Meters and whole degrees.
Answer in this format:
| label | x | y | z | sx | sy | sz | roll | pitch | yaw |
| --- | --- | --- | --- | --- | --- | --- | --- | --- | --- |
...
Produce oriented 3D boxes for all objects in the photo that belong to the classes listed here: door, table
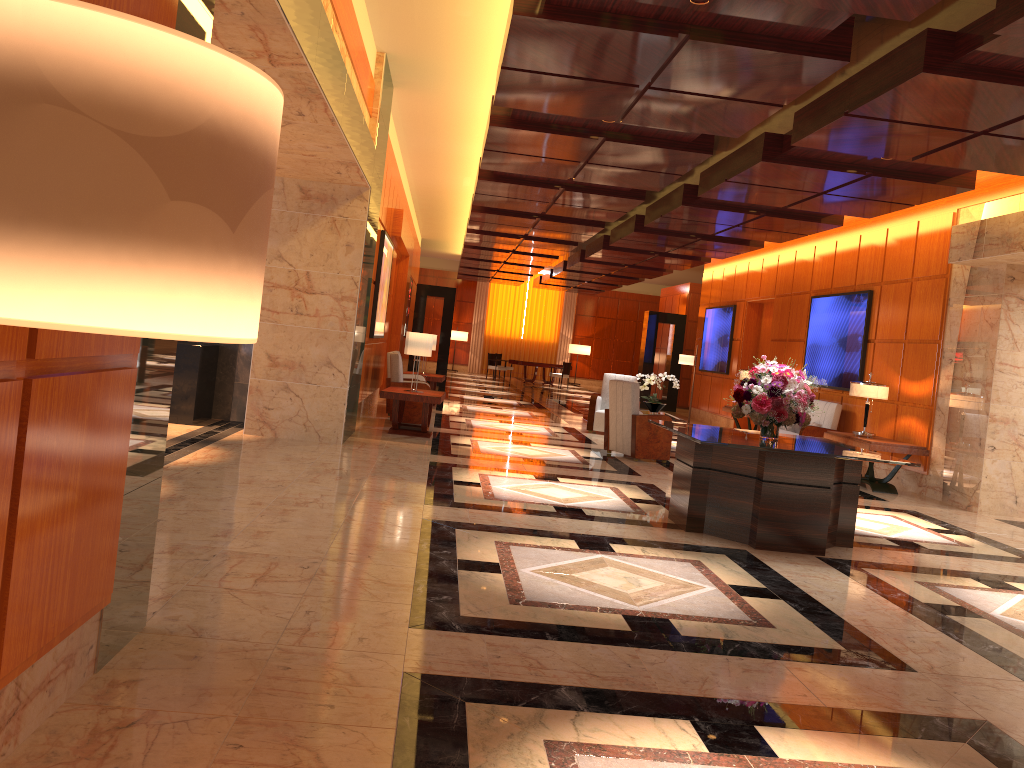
| label | x | y | z | sx | sy | sz | roll | pitch | yaw |
| --- | --- | --- | --- | --- | --- | --- | --- | --- | --- |
| door | 4.815 | -0.290 | 17.069 | 0.340 | 2.650 | 1.539 | 6 | 1 | -5 |
| door | -2.460 | -1.085 | 16.487 | 0.340 | 2.650 | 1.501 | 6 | 1 | -5 |
| table | 1.963 | 0.672 | 12.738 | 0.722 | 0.496 | 1.561 | 6 | 2 | -2 |
| table | -1.248 | 0.358 | 11.115 | 0.725 | 0.534 | 1.169 | 6 | 2 | -2 |
| table | 1.997 | 0.805 | 6.997 | 1.599 | 0.744 | 1.602 | 6 | 2 | -5 |
| table | 0.919 | -0.341 | 29.404 | 2.103 | 0.741 | 0.785 | 5 | 2 | -33 |
| table | 4.435 | 0.974 | 10.934 | 0.725 | 0.606 | 1.272 | 6 | 2 | -4 |
| table | 4.116 | 0.748 | 15.143 | 0.725 | 0.606 | 1.272 | 6 | 2 | -4 |
| table | -1.627 | 0.089 | 16.111 | 0.725 | 0.534 | 1.169 | 6 | 2 | -2 |

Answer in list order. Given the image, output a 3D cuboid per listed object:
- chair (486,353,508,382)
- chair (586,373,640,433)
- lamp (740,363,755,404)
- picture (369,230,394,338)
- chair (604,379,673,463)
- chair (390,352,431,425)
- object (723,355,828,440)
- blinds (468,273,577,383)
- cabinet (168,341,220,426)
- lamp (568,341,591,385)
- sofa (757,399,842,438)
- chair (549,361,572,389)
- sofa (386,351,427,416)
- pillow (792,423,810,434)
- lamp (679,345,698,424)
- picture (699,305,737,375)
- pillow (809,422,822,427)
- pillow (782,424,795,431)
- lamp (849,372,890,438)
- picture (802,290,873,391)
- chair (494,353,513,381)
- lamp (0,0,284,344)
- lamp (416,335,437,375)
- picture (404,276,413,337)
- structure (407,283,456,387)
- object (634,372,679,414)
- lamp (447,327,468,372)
| label | x | y | z | sx | sy | sz | roll | pitch | yaw |
| --- | --- | --- | --- | --- | --- | --- | --- | --- | --- |
| chair | -0.539 | -0.555 | 29.126 | 0.577 | 0.894 | 0.583 | 7 | 1 | 34 |
| chair | 1.653 | 0.325 | 14.209 | 0.738 | 0.960 | 0.628 | 7 | 1 | 14 |
| lamp | 4.123 | 0.026 | 15.202 | 0.458 | 0.793 | 0.459 | 6 | 1 | -43 |
| picture | -1.873 | -1.389 | 12.838 | 0.056 | 1.451 | 1.999 | 6 | 2 | -5 |
| chair | 1.583 | 0.453 | 11.212 | 0.627 | 0.960 | 0.739 | 6 | 1 | -26 |
| chair | -1.415 | 0.065 | 12.289 | 0.628 | 0.960 | 0.738 | 6 | 1 | -6 |
| object | 2.073 | 0.106 | 7.011 | 0.649 | 0.658 | 0.681 | 6 | 2 | -13 |
| blinds | 0.422 | -2.262 | 33.830 | 3.851 | 4.063 | 0.149 | 6 | 0 | -4 |
| cabinet | -4.510 | -0.118 | 9.850 | 2.189 | 0.868 | 0.784 | 6 | 1 | -4 |
| lamp | 2.492 | -0.792 | 33.373 | 0.812 | 1.660 | 0.809 | 7 | 1 | 35 |
| sofa | 4.330 | 0.675 | 13.443 | 0.612 | 0.932 | 1.801 | 6 | 2 | -4 |
| chair | 1.583 | -0.293 | 28.630 | 0.578 | 0.894 | 0.583 | 7 | 1 | 39 |
| sofa | -1.651 | -0.021 | 13.891 | 0.612 | 0.932 | 1.801 | 6 | 2 | -4 |
| pillow | 4.402 | 0.643 | 13.468 | 0.160 | 0.253 | 0.358 | 6 | 2 | -8 |
| lamp | 3.577 | 0.032 | 17.888 | 0.526 | 1.660 | 0.360 | 6 | 0 | -14 |
| picture | 4.457 | -0.966 | 19.303 | 0.056 | 1.451 | 1.999 | 6 | 2 | -5 |
| pillow | 4.399 | 0.677 | 13.019 | 0.202 | 0.229 | 0.273 | 6 | 2 | -2 |
| pillow | 4.340 | 0.625 | 13.899 | 0.195 | 0.227 | 0.344 | 6 | 2 | 0 |
| lamp | 4.436 | 0.257 | 11.059 | 0.458 | 0.810 | 0.459 | 7 | 1 | 5 |
| picture | 4.899 | -0.652 | 13.459 | 0.056 | 1.451 | 1.999 | 6 | 2 | -5 |
| chair | -0.312 | -0.586 | 30.364 | 0.577 | 0.894 | 0.584 | 7 | 1 | 24 |
| lamp | -0.502 | 0.352 | 0.642 | 0.526 | 1.660 | 0.360 | 6 | 0 | -14 |
| lamp | 2.890 | 0.169 | 11.504 | 0.334 | 0.734 | 13.032 | 6 | 2 | -45 |
| picture | -2.497 | -1.832 | 21.075 | 0.056 | 1.451 | 1.999 | 6 | 2 | -5 |
| structure | -2.037 | -1.227 | 22.392 | 0.985 | 2.497 | 0.500 | 6 | 0 | -4 |
| object | 2.073 | 0.119 | 12.858 | 0.787 | 0.617 | 0.418 | 6 | 1 | -27 |
| lamp | -2.110 | -1.295 | 33.017 | 0.812 | 1.660 | 0.809 | 7 | 1 | 35 |
